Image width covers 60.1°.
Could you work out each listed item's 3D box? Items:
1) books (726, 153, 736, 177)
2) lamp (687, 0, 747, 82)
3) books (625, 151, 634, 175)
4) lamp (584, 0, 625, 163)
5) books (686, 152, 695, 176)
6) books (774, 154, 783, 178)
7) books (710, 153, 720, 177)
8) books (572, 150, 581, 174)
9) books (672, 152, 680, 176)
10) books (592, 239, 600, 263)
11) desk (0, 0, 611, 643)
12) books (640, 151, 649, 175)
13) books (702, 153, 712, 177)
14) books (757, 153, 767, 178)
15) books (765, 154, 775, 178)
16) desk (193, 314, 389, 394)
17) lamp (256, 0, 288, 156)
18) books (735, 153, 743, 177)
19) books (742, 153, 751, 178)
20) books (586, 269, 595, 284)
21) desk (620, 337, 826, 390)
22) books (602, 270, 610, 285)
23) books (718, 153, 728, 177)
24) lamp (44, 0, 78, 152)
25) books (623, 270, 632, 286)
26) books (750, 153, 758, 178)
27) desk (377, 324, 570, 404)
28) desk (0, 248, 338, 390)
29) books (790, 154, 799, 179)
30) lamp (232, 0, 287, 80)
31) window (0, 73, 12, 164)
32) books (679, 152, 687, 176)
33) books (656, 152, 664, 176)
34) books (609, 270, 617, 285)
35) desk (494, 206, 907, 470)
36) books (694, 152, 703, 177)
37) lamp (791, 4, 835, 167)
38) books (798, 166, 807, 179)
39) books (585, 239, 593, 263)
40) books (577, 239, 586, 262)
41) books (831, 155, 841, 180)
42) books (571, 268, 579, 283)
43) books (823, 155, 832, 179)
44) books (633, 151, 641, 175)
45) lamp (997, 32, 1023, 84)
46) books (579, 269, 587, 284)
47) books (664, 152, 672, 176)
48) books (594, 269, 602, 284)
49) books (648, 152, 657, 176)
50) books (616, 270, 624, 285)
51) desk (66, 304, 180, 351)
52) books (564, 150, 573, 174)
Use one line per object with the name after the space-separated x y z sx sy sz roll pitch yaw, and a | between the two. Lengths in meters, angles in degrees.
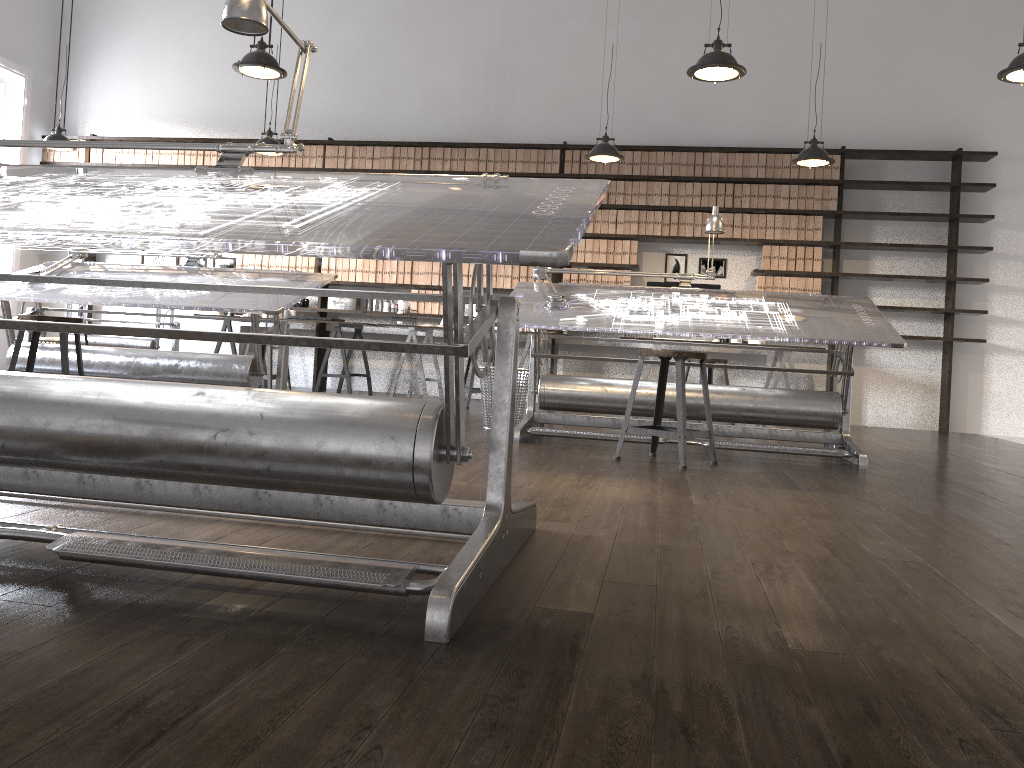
1.992 -1.972 8.067 0.067 0.226 0.174 3 0 10 | books
1.156 -2.779 4.747 0.311 2.254 0.312 3 -1 34 | lamp
1.089 -2.030 8.221 0.067 0.226 0.174 3 0 10 | books
0.783 -2.873 6.899 0.311 2.254 0.312 3 -1 34 | lamp
1.636 -1.995 8.129 0.067 0.226 0.174 3 0 10 | books
2.395 -1.947 7.999 0.067 0.226 0.174 3 0 10 | books
1.852 -1.981 8.087 0.067 0.226 0.174 3 0 10 | books
0.611 -2.061 8.301 0.067 0.226 0.174 3 0 10 | books
1.508 -2.003 8.145 0.067 0.226 0.174 3 0 10 | books
0.788 -1.224 8.251 0.067 0.226 0.174 3 0 10 | books
-0.837 -0.348 2.075 2.069 1.388 1.076 4 0 10 | desk
1.229 -2.021 8.198 0.067 0.226 0.174 3 0 10 | books
1.783 -1.986 8.104 0.067 0.226 0.174 3 0 10 | books
2.257 -1.955 8.017 0.067 0.226 0.174 3 0 10 | books
2.326 -1.951 8.009 0.067 0.226 0.174 3 0 10 | books
-2.075 -0.267 8.326 1.669 0.670 0.655 4 0 10 | desk
-1.957 -3.048 7.373 0.310 2.254 0.312 4 -1 -11 | lamp
2.057 -1.968 8.050 0.067 0.226 0.174 3 0 10 | books
2.124 -1.964 8.043 0.067 0.226 0.174 3 0 10 | books
0.734 -0.952 8.249 0.067 0.226 0.174 3 0 10 | books
1.768 -0.020 7.661 1.669 0.670 0.655 4 0 10 | desk
0.874 -0.943 8.229 0.067 0.226 0.174 3 0 10 | books
1.922 -1.977 8.079 0.067 0.226 0.174 3 0 10 | books
-3.874 -3.171 7.700 0.310 2.254 0.312 4 -1 -11 | lamp
1.068 -0.930 8.193 0.067 0.226 0.174 3 0 10 | books
2.185 -1.960 8.031 0.067 0.226 0.174 3 0 10 | books
-0.339 -0.155 8.026 1.669 0.670 0.655 4 0 10 | desk
-2.306 -0.551 5.562 2.281 1.388 1.076 4 0 10 | desk
2.534 -1.937 7.967 0.067 0.226 0.174 3 0 10 | books
-1.406 -2.943 5.190 0.311 2.254 0.312 3 -1 30 | lamp
-5.210 -1.909 8.277 0.153 2.311 1.243 3 0 10 | window
1.571 -1.999 8.138 0.067 0.226 0.174 3 0 10 | books
1.366 -2.012 8.173 0.067 0.226 0.174 3 0 10 | books
0.940 -0.938 8.212 0.067 0.226 0.174 3 0 10 | books
0.993 -0.340 4.992 2.069 1.388 1.076 4 0 10 | desk
1.708 -1.990 8.111 0.067 0.226 0.174 3 0 10 | books
2.313 -2.775 6.634 0.311 2.254 0.312 3 -1 34 | lamp
2.605 -1.933 7.955 0.067 0.226 0.174 3 0 10 | books
0.726 -1.228 8.260 0.067 0.226 0.174 3 0 10 | books
0.654 -1.232 8.270 0.067 0.226 0.174 3 0 10 | books
2.879 -1.915 7.911 0.067 0.226 0.174 3 0 10 | books
0.590 -0.961 8.273 0.067 0.226 0.174 3 0 10 | books
2.811 -1.920 7.927 0.067 0.226 0.174 3 0 10 | books
1.159 -2.026 8.206 0.067 0.226 0.174 3 0 10 | books
2.685 -2.681 4.482 0.310 2.254 0.312 4 -1 -11 | lamp
0.665 -0.956 8.266 0.067 0.226 0.174 3 0 10 | books
1.437 -2.008 8.157 0.067 0.226 0.174 3 0 10 | books
0.804 -0.947 8.241 0.067 0.226 0.174 3 0 10 | books
1.298 -2.017 8.188 0.067 0.226 0.174 3 0 10 | books
1.006 -0.934 8.205 0.067 0.226 0.174 3 0 10 | books
-3.676 -0.587 8.578 1.269 1.099 1.070 3 0 10 | desk
0.539 -2.066 8.319 0.067 0.226 0.174 3 0 10 | books
